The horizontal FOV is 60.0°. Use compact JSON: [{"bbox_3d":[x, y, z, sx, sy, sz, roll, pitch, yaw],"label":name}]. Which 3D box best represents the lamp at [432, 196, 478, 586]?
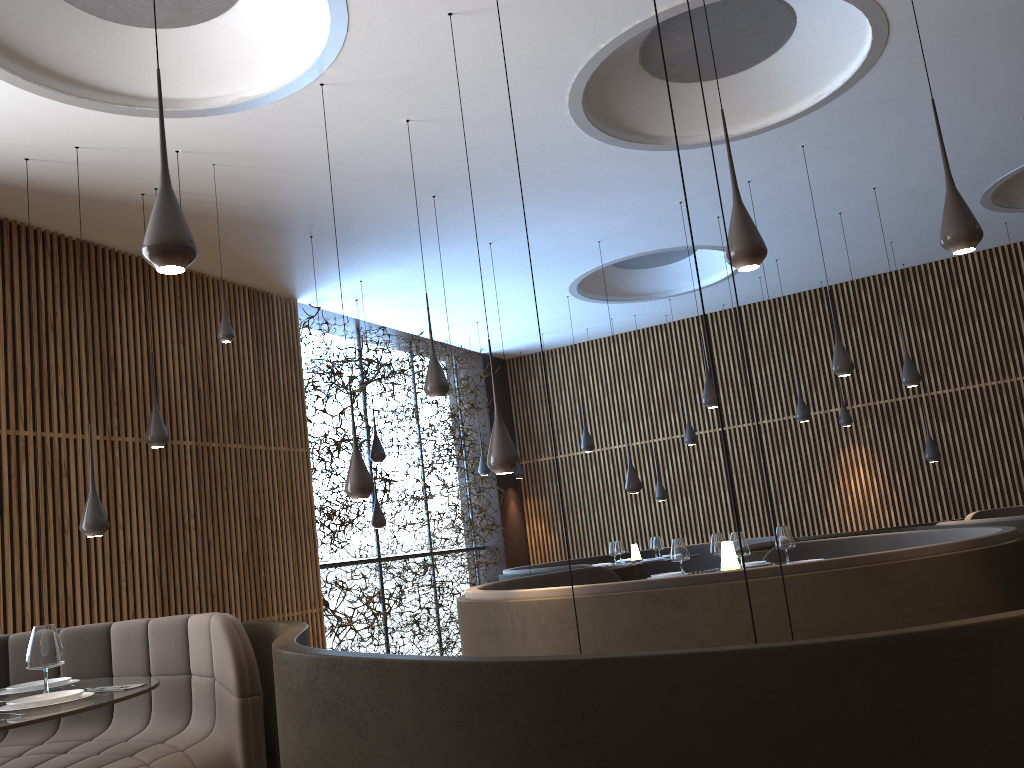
[{"bbox_3d":[-0.376,1.268,8.019,0.196,6.251,0.197,-4,-9,-18],"label":"lamp"}]

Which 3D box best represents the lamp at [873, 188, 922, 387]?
[{"bbox_3d":[4.108,-1.061,9.553,0.196,2.215,0.197,-2,-10,-28],"label":"lamp"}]

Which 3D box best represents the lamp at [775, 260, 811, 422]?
[{"bbox_3d":[3.715,-0.592,11.835,0.196,2.215,0.196,-9,-9,12],"label":"lamp"}]

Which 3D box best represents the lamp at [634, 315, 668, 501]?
[{"bbox_3d":[2.132,0.354,13.888,0.196,2.949,0.196,-9,-9,12],"label":"lamp"}]

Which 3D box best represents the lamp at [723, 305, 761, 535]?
[{"bbox_3d":[3.743,1.804,13.640,0.196,6.251,0.196,0,-11,-38],"label":"lamp"}]

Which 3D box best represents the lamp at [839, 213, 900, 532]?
[{"bbox_3d":[4.229,1.059,9.927,0.196,6.251,0.196,-15,-12,41],"label":"lamp"}]

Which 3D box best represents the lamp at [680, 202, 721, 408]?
[{"bbox_3d":[1.928,-0.845,9.268,0.196,2.215,0.197,-2,-10,-28],"label":"lamp"}]

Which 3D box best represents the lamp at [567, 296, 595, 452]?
[{"bbox_3d":[0.922,-0.151,12.379,0.196,2.215,0.196,-9,-9,12],"label":"lamp"}]

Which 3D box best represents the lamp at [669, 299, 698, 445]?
[{"bbox_3d":[2.516,-0.190,13.220,0.196,2.215,0.196,-9,-9,12],"label":"lamp"}]

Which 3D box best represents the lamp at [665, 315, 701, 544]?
[{"bbox_3d":[2.872,1.956,13.885,0.196,6.251,0.196,-15,-12,41],"label":"lamp"}]

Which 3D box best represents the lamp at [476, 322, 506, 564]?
[{"bbox_3d":[-0.148,2.134,12.858,0.196,6.251,0.196,0,-11,-38],"label":"lamp"}]

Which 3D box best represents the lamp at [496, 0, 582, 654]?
[{"bbox_3d":[0.190,0.386,3.620,0.196,6.251,0.196,-12,-10,31],"label":"lamp"}]

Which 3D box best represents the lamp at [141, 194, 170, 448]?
[{"bbox_3d":[-3.073,-0.561,7.523,0.196,2.215,0.196,0,-11,-38],"label":"lamp"}]

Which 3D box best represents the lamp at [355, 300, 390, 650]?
[{"bbox_3d":[-1.649,1.979,11.031,0.196,6.251,0.196,0,-11,-38],"label":"lamp"}]

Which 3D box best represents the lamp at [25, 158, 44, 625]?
[{"bbox_3d":[-3.375,1.328,6.364,0.196,6.251,0.196,-13,-11,34],"label":"lamp"}]

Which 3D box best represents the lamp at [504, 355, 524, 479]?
[{"bbox_3d":[-0.004,0.565,15.644,0.196,2.215,0.196,0,-11,-38],"label":"lamp"}]

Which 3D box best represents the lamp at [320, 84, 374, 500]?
[{"bbox_3d":[-1.177,-0.685,6.078,0.196,2.949,0.197,-4,-9,-18],"label":"lamp"}]

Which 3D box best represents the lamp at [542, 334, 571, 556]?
[{"bbox_3d":[0.870,2.241,14.112,0.196,6.251,0.196,0,-11,-38],"label":"lamp"}]

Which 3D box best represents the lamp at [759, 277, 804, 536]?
[{"bbox_3d":[3.943,1.529,12.278,0.196,6.251,0.196,-15,-12,41],"label":"lamp"}]

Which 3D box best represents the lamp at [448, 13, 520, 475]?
[{"bbox_3d":[-0.219,-0.920,5.440,0.196,2.949,0.197,-6,-9,-8],"label":"lamp"}]

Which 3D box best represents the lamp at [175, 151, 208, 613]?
[{"bbox_3d":[-2.275,1.224,6.530,0.196,6.251,0.196,-1,-11,-35],"label":"lamp"}]

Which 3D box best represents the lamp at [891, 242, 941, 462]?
[{"bbox_3d":[5.230,-0.448,11.589,0.196,2.949,0.196,-9,-9,12],"label":"lamp"}]

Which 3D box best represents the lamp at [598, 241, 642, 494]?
[{"bbox_3d":[1.196,-0.221,10.157,0.196,2.949,0.196,-11,-10,21],"label":"lamp"}]

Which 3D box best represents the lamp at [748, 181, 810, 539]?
[{"bbox_3d":[2.804,0.990,8.609,0.196,6.251,0.197,-2,-10,-28],"label":"lamp"}]

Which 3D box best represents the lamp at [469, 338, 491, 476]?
[{"bbox_3d":[-0.560,0.354,14.137,0.196,2.215,0.196,0,-11,-38],"label":"lamp"}]

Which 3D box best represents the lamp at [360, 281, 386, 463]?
[{"bbox_3d":[-1.703,-0.161,10.593,0.196,2.215,0.197,-2,-10,-28],"label":"lamp"}]

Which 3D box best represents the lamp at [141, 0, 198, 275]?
[{"bbox_3d":[-1.402,-1.510,3.471,0.196,2.215,0.197,-2,-10,-28],"label":"lamp"}]

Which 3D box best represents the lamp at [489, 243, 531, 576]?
[{"bbox_3d":[0.130,1.482,9.511,0.196,6.251,0.197,-4,-9,-18],"label":"lamp"}]

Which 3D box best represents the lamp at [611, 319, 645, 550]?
[{"bbox_3d":[1.964,2.024,13.657,0.196,6.251,0.196,-15,-12,41],"label":"lamp"}]

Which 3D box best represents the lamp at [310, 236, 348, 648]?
[{"bbox_3d":[-1.696,1.547,8.661,0.196,6.251,0.196,-7,-9,2],"label":"lamp"}]

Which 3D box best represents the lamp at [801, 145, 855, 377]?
[{"bbox_3d":[2.880,-1.161,8.202,0.196,2.215,0.197,-2,-10,-28],"label":"lamp"}]

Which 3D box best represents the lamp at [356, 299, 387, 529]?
[{"bbox_3d":[-1.829,0.352,11.263,0.196,2.949,0.197,-2,-10,-28],"label":"lamp"}]

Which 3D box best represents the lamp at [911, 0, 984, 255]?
[{"bbox_3d":[2.101,-1.741,4.550,0.196,2.215,0.196,-11,-10,21],"label":"lamp"}]

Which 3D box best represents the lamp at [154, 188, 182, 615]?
[{"bbox_3d":[-2.688,1.387,7.138,0.196,6.251,0.196,-13,-11,34],"label":"lamp"}]

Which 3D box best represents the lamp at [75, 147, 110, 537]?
[{"bbox_3d":[-3.144,-0.361,6.538,0.196,2.949,0.196,-9,-9,12],"label":"lamp"}]

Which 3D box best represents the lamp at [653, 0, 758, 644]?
[{"bbox_3d":[0.568,0.115,2.398,0.196,6.251,0.197,-2,-10,-28],"label":"lamp"}]

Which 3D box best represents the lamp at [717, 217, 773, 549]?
[{"bbox_3d":[2.710,1.176,9.554,0.196,6.251,0.197,-2,-10,-28],"label":"lamp"}]

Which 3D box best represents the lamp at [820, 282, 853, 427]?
[{"bbox_3d":[4.820,-0.460,13.278,0.196,2.215,0.196,-9,-9,12],"label":"lamp"}]

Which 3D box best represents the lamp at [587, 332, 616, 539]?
[{"bbox_3d":[1.613,2.158,14.150,0.196,6.251,0.196,-9,-9,12],"label":"lamp"}]

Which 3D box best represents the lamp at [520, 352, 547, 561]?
[{"bbox_3d":[0.528,2.496,15.261,0.196,6.251,0.196,0,-11,-38],"label":"lamp"}]

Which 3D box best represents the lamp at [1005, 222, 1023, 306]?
[{"bbox_3d":[6.585,-1.020,11.412,0.196,2.215,0.196,-7,-9,2],"label":"lamp"}]

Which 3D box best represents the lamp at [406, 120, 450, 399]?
[{"bbox_3d":[-0.688,-0.982,6.798,0.196,2.215,0.196,-10,-10,21],"label":"lamp"}]

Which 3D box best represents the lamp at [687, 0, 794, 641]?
[{"bbox_3d":[0.827,0.186,2.956,0.196,6.251,0.196,-12,-10,31],"label":"lamp"}]

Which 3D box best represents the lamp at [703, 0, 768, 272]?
[{"bbox_3d":[0.990,-1.634,4.375,0.196,2.215,0.196,-12,-10,31],"label":"lamp"}]
